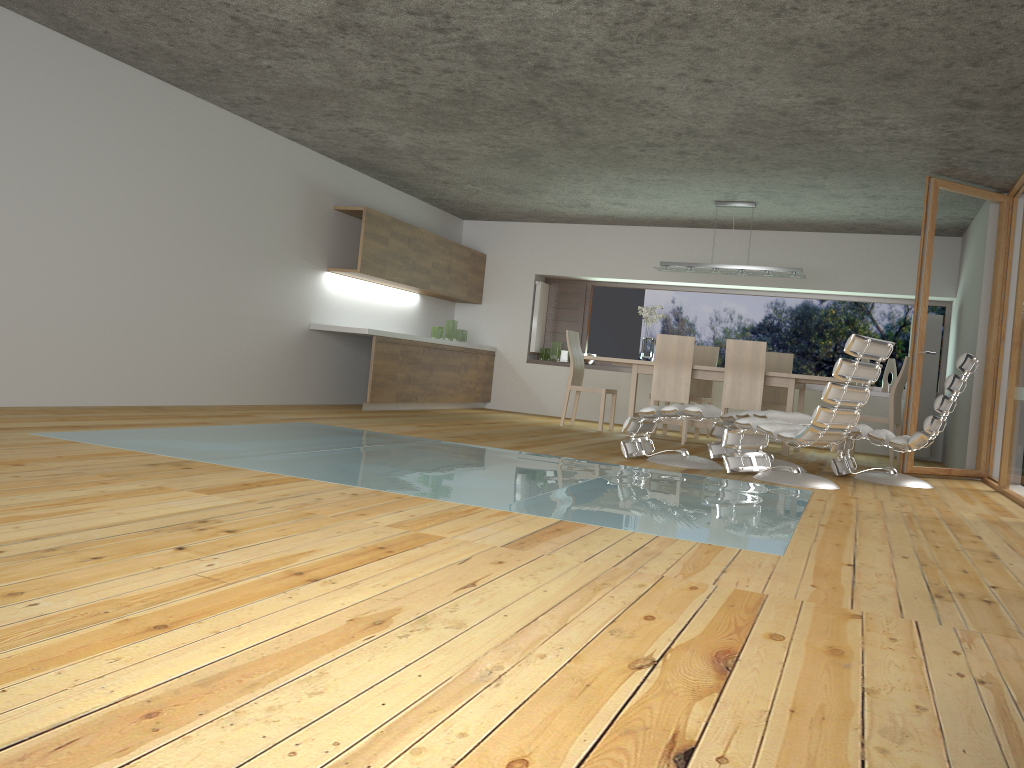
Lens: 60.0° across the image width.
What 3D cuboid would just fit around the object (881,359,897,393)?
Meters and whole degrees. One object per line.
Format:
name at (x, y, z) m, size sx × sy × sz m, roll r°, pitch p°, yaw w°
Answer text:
object at (4.246, -0.092, 9.949) m, size 0.153 × 0.384 × 0.153 m, roll 5°, pitch 0°, yaw 17°

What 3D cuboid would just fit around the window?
window at (2.933, -0.593, 10.798) m, size 4.190 × 0.979 × 0.012 m, roll 6°, pitch 0°, yaw 21°

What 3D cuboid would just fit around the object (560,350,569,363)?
object at (0.679, -0.357, 11.439) m, size 0.111 × 0.160 × 0.112 m, roll 6°, pitch 0°, yaw 6°

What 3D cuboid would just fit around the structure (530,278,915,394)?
structure at (2.579, -0.595, 10.706) m, size 4.880 × 1.154 × 0.525 m, roll 6°, pitch 0°, yaw 21°

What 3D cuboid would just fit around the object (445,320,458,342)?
object at (-0.733, -0.637, 10.669) m, size 0.099 × 0.259 × 0.099 m, roll 6°, pitch -1°, yaw -44°

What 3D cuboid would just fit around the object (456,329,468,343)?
object at (-0.625, -0.581, 10.829) m, size 0.111 × 0.160 × 0.112 m, roll 6°, pitch 0°, yaw -44°

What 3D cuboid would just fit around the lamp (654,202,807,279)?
lamp at (2.238, -1.481, 9.010) m, size 1.491 × 0.719 × 0.290 m, roll 6°, pitch 0°, yaw 21°

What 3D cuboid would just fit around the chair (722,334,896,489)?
chair at (1.916, 0.162, 5.783) m, size 0.568 × 0.969 × 0.915 m, roll 6°, pitch 0°, yaw -44°

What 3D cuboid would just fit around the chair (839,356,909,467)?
chair at (3.430, 0.238, 8.326) m, size 0.507 × 1.017 × 0.404 m, roll 5°, pitch 0°, yaw 34°

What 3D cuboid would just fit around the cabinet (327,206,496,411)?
cabinet at (-1.034, -0.733, 10.209) m, size 0.656 × 2.004 × 3.089 m, roll 5°, pitch 0°, yaw 21°

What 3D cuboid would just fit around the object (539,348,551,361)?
object at (0.431, -0.382, 11.459) m, size 0.112 × 0.160 × 0.111 m, roll 6°, pitch 0°, yaw -29°

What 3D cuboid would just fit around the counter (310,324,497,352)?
counter at (-1.092, -0.507, 10.117) m, size 0.653 × 0.054 × 3.282 m, roll 6°, pitch 1°, yaw 21°

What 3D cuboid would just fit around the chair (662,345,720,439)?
chair at (1.988, 0.069, 9.774) m, size 0.405 × 1.017 × 0.505 m, roll 5°, pitch 0°, yaw 32°

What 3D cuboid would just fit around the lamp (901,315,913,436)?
lamp at (4.356, 0.015, 9.448) m, size 0.280 × 1.500 × 0.280 m, roll 5°, pitch -1°, yaw 21°

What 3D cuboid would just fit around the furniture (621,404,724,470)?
furniture at (1.190, 0.346, 6.343) m, size 0.687 × 0.439 × 0.569 m, roll 6°, pitch 1°, yaw 28°

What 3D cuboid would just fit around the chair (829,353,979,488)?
chair at (2.862, 0.241, 6.506) m, size 0.915 × 0.969 × 0.569 m, roll 6°, pitch 0°, yaw 31°

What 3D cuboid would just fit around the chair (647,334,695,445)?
chair at (1.530, 0.047, 8.552) m, size 0.404 × 1.017 × 0.506 m, roll 6°, pitch 0°, yaw 10°

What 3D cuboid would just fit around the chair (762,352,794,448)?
chair at (2.811, 0.153, 9.603) m, size 0.404 × 1.017 × 0.505 m, roll 5°, pitch 0°, yaw 20°

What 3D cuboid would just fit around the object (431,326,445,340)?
object at (-0.885, -0.602, 10.563) m, size 0.112 × 0.160 × 0.111 m, roll 6°, pitch 0°, yaw -44°

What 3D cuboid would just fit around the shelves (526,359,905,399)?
shelves at (2.519, -0.055, 10.679) m, size 4.875 × 0.054 × 0.403 m, roll 6°, pitch 1°, yaw 21°

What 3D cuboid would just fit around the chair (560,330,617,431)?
chair at (0.826, -0.039, 9.441) m, size 0.507 × 1.017 × 0.404 m, roll 5°, pitch 0°, yaw 24°

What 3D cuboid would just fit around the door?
door at (3.667, -0.438, 7.310) m, size 0.934 × 2.418 × 0.163 m, roll 6°, pitch -1°, yaw -24°

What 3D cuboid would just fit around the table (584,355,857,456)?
table at (2.065, 0.223, 8.911) m, size 2.503 × 0.756 × 1.199 m, roll 6°, pitch 1°, yaw 24°

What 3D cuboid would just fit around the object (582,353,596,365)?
object at (0.941, -0.317, 11.279) m, size 0.246 × 0.137 × 0.247 m, roll 5°, pitch 1°, yaw -34°

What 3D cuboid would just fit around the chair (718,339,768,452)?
chair at (2.159, 0.115, 8.244) m, size 0.405 × 1.017 × 0.505 m, roll 5°, pitch 0°, yaw 21°

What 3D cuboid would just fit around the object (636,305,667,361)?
object at (1.436, -0.531, 9.223) m, size 0.305 × 0.608 × 0.302 m, roll 5°, pitch 0°, yaw 24°

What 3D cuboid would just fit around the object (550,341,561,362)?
object at (0.556, -0.416, 11.348) m, size 0.099 × 0.259 × 0.099 m, roll 5°, pitch 0°, yaw 26°

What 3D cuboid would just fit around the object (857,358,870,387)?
object at (3.992, -0.119, 10.048) m, size 0.153 × 0.384 × 0.153 m, roll 5°, pitch 0°, yaw 17°

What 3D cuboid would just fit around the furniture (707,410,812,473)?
furniture at (1.944, 0.411, 6.811) m, size 0.569 × 0.439 × 0.687 m, roll 5°, pitch 1°, yaw -34°
